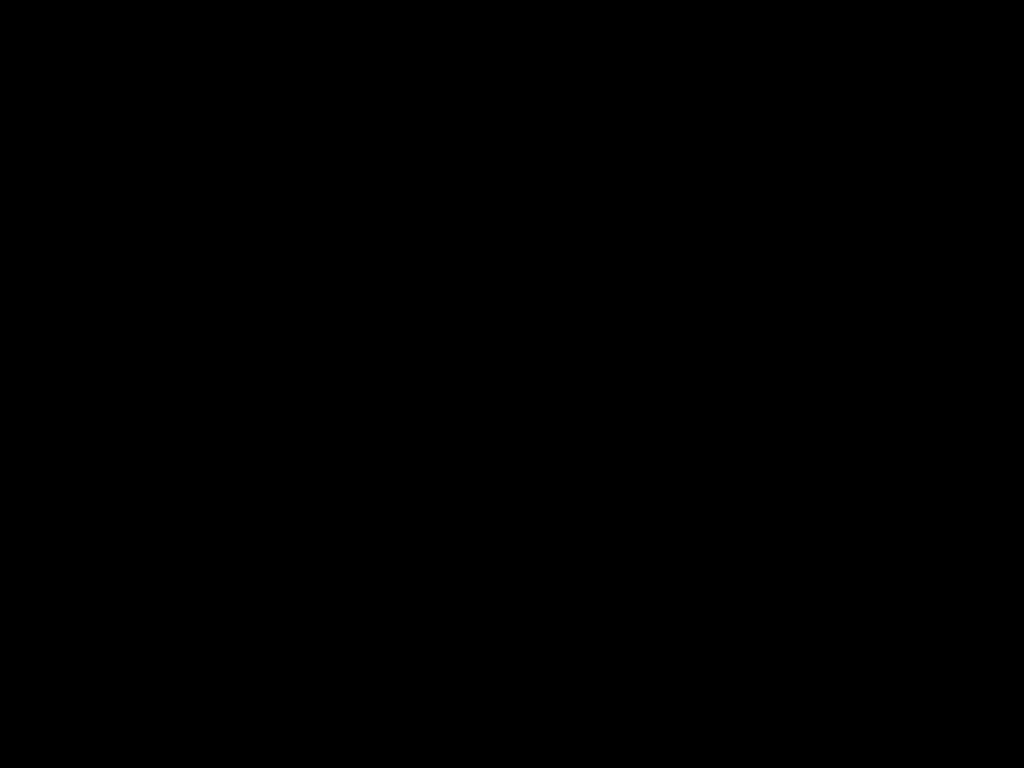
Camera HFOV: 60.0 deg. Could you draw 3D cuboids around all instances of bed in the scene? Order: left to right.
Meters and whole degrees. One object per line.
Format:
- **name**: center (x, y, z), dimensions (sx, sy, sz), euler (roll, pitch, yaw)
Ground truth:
- **bed**: center (-0.928, -0.243, 0.883), dimensions (2.087, 0.994, 3.009), euler (-3, -3, -44)

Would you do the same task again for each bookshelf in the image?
- **bookshelf**: center (-2.143, 0.276, 2.189), dimensions (1.495, 0.303, 0.643), euler (-3, -3, -44)
